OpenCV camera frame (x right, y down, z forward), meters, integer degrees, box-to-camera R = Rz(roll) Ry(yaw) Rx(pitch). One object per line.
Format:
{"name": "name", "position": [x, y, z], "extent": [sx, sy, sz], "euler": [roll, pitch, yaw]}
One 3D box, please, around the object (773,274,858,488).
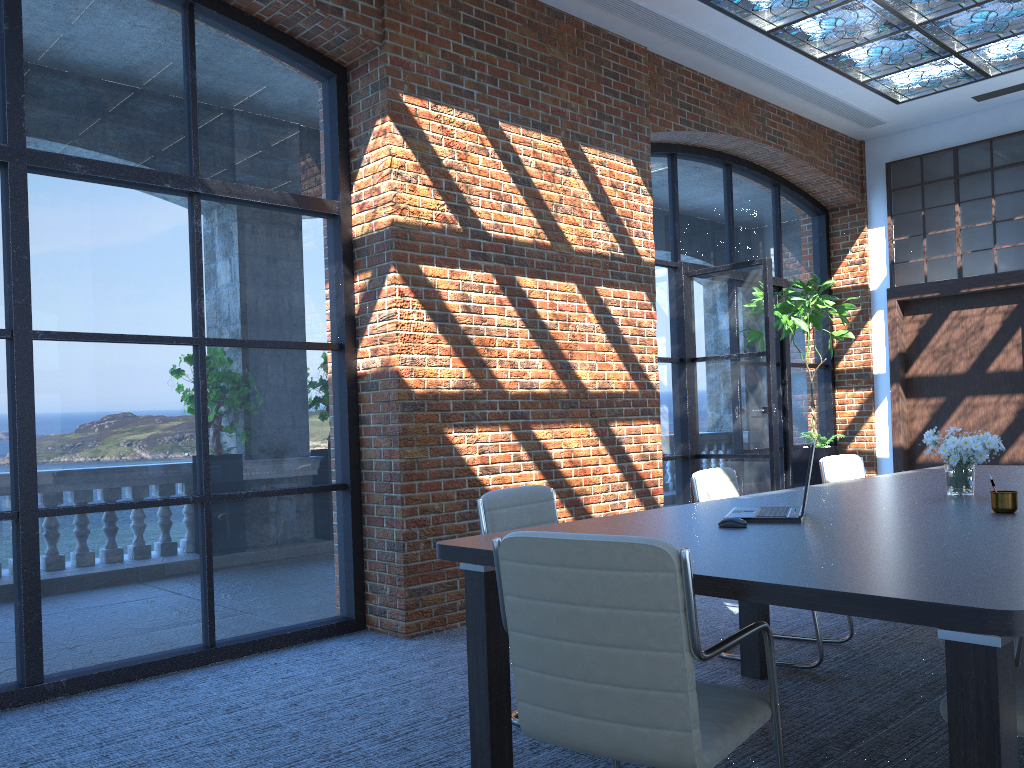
{"name": "object", "position": [2.777, 0.224, 8.207], "extent": [1.323, 2.490, 0.946], "euler": [-1, -1, -43]}

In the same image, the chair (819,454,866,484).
{"name": "chair", "position": [2.318, 0.897, 5.424], "extent": [0.560, 0.922, 0.707], "euler": [-1, -1, -44]}

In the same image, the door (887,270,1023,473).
{"name": "door", "position": [4.393, 0.208, 8.541], "extent": [0.200, 2.434, 1.401], "euler": [-2, -1, -44]}

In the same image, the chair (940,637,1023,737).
{"name": "chair", "position": [1.577, 0.786, 2.384], "extent": [0.707, 0.922, 0.560], "euler": [-3, -1, 41]}

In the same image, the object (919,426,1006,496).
{"name": "object", "position": [2.003, 0.338, 3.935], "extent": [0.336, 0.309, 0.329], "euler": [-1, -2, -33]}

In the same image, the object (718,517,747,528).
{"name": "object", "position": [0.769, 0.483, 3.091], "extent": [0.101, 0.034, 0.059], "euler": [-3, -2, 27]}

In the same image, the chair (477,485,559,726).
{"name": "chair", "position": [0.285, 0.888, 3.622], "extent": [0.707, 0.922, 0.560], "euler": [-3, -1, 35]}

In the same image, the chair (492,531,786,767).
{"name": "chair", "position": [0.367, 0.831, 2.422], "extent": [0.560, 0.922, 0.706], "euler": [-3, -1, 35]}

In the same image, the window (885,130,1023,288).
{"name": "window", "position": [4.284, -1.631, 8.514], "extent": [0.059, 1.291, 1.330], "euler": [-2, -1, -44]}

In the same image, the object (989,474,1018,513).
{"name": "object", "position": [1.790, 0.397, 3.224], "extent": [0.091, 0.142, 0.091], "euler": [-2, -1, 24]}

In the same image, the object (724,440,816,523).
{"name": "object", "position": [0.979, 0.362, 3.345], "extent": [0.323, 0.282, 0.390], "euler": [-3, -2, 20]}

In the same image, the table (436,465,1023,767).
{"name": "table", "position": [1.985, 0.895, 3.848], "extent": [4.502, 0.809, 1.812], "euler": [0, -3, -44]}

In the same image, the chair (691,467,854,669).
{"name": "chair", "position": [1.325, 0.890, 4.481], "extent": [0.707, 0.922, 0.560], "euler": [-3, -1, 35]}
